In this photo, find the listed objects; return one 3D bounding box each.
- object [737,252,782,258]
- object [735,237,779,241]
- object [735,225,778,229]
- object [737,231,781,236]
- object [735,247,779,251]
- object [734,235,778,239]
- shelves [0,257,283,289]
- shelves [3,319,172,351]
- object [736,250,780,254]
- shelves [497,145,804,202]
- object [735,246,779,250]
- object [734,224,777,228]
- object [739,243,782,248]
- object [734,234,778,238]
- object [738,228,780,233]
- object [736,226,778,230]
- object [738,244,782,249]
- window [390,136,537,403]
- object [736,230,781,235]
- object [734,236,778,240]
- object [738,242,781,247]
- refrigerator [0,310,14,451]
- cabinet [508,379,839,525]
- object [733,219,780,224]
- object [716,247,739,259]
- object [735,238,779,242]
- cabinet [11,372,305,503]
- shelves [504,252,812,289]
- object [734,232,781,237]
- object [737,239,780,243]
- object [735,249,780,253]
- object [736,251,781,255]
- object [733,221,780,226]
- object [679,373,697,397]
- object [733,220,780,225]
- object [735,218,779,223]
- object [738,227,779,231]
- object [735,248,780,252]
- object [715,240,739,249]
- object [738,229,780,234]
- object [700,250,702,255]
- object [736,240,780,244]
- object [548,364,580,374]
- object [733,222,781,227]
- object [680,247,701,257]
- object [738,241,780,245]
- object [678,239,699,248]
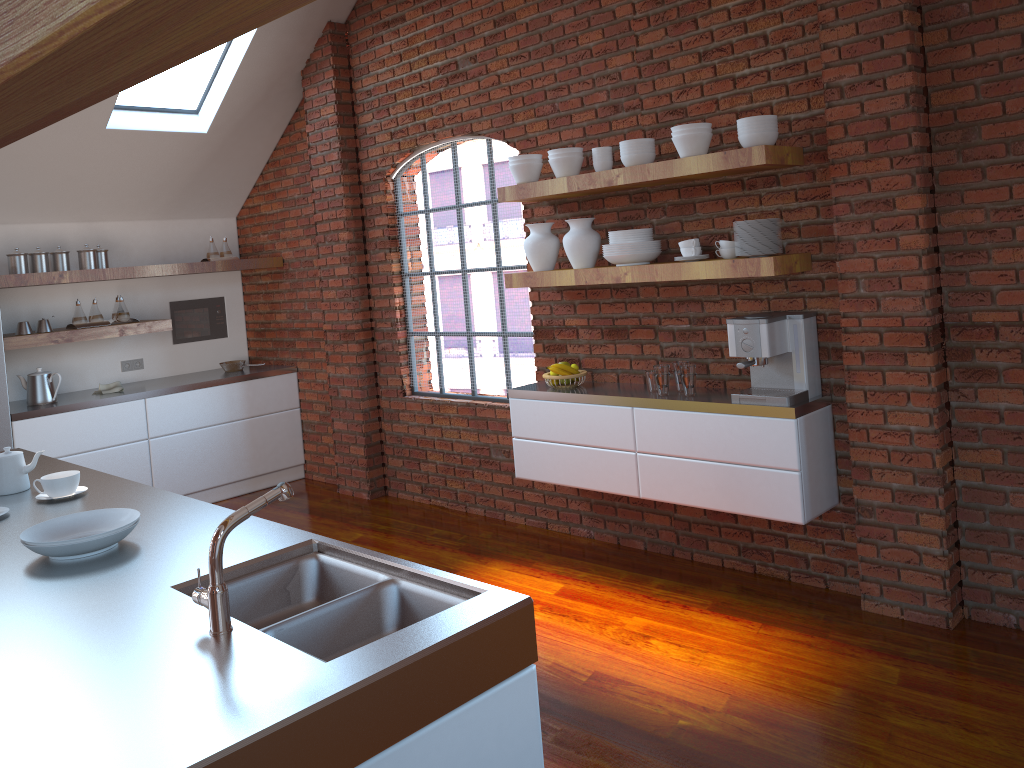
[{"bbox_3d":[1.054,-0.548,3.753,0.196,0.014,0.195,-9,9,-28],"label":"object"},{"bbox_3d":[1.049,-0.613,3.751,0.196,0.014,0.195,-9,9,-28],"label":"object"},{"bbox_3d":[1.044,-0.664,3.750,0.196,0.014,0.195,-9,9,-28],"label":"object"},{"bbox_3d":[1.047,-0.636,3.751,0.196,0.014,0.195,-9,9,-28],"label":"object"},{"bbox_3d":[1.052,-0.571,3.752,0.196,0.014,0.195,-9,9,-28],"label":"object"},{"bbox_3d":[1.048,-0.622,3.751,0.196,0.014,0.195,-9,9,-28],"label":"object"},{"bbox_3d":[-2.681,-0.794,6.277,0.654,0.076,1.996,3,11,44],"label":"shelves"},{"bbox_3d":[-2.966,-0.339,5.959,0.654,0.076,1.076,3,11,44],"label":"shelves"},{"bbox_3d":[1.053,-0.557,3.752,0.196,0.014,0.195,-9,9,-28],"label":"object"},{"bbox_3d":[0.590,-0.986,4.205,1.535,0.076,0.340,3,11,44],"label":"shelves"},{"bbox_3d":[1.052,-0.576,3.752,0.196,0.014,0.195,-9,9,-28],"label":"object"},{"bbox_3d":[1.044,-0.668,3.750,0.196,0.014,0.195,-9,9,-28],"label":"object"},{"bbox_3d":[1.051,-0.585,3.752,0.196,0.014,0.195,-9,9,-28],"label":"object"},{"bbox_3d":[1.048,-0.627,3.751,0.196,0.014,0.195,-9,9,-28],"label":"object"},{"bbox_3d":[1.046,-0.649,3.751,0.196,0.014,0.195,-9,9,-28],"label":"object"},{"bbox_3d":[1.045,-0.659,3.751,0.196,0.014,0.195,-9,9,-28],"label":"object"},{"bbox_3d":[1.051,-0.581,3.752,0.196,0.014,0.195,-9,9,-28],"label":"object"},{"bbox_3d":[3.663,-0.724,4.792,17.386,9.876,3.658,0,4,34],"label":"window"},{"bbox_3d":[1.046,-0.640,3.751,0.196,0.014,0.195,-9,9,-28],"label":"object"},{"bbox_3d":[1.048,-0.618,3.751,0.196,0.014,0.195,-9,9,-28],"label":"object"},{"bbox_3d":[1.051,-0.590,3.752,0.196,0.014,0.195,-9,9,-28],"label":"object"},{"bbox_3d":[-3.580,0.223,5.213,0.779,1.767,0.919,-2,3,45],"label":"refrigerator"},{"bbox_3d":[0.694,0.271,4.229,1.621,0.473,0.340,3,8,44],"label":"cabinet"},{"bbox_3d":[1.043,-0.686,3.750,0.196,0.014,0.195,-9,9,-28],"label":"object"},{"bbox_3d":[0.967,-0.581,3.913,0.092,0.046,0.099,-6,7,-11],"label":"object"},{"bbox_3d":[1.049,-0.608,3.752,0.196,0.014,0.195,-9,9,-28],"label":"object"},{"bbox_3d":[-2.555,0.459,6.285,0.710,0.814,2.003,-1,8,44],"label":"cabinet"},{"bbox_3d":[0.627,-0.535,4.213,1.535,0.076,0.340,3,11,44],"label":"shelves"},{"bbox_3d":[1.047,-0.631,3.751,0.196,0.014,0.195,-9,9,-28],"label":"object"},{"bbox_3d":[1.049,-0.604,3.752,0.196,0.014,0.195,-9,9,-28],"label":"object"},{"bbox_3d":[1.053,-0.562,3.752,0.196,0.014,0.195,-9,9,-28],"label":"object"},{"bbox_3d":[1.054,-0.553,3.753,0.196,0.014,0.195,-9,9,-28],"label":"object"},{"bbox_3d":[1.043,-0.677,3.750,0.196,0.014,0.195,-9,9,-28],"label":"object"},{"bbox_3d":[0.806,0.004,4.009,0.078,0.103,0.078,-7,4,-33],"label":"object"},{"bbox_3d":[1.043,-0.682,3.750,0.196,0.014,0.195,-9,9,-28],"label":"object"},{"bbox_3d":[1.042,-0.691,3.750,0.196,0.014,0.195,-9,9,-28],"label":"object"},{"bbox_3d":[1.045,-0.654,3.751,0.196,0.014,0.195,-9,9,-28],"label":"object"},{"bbox_3d":[1.053,-0.566,3.752,0.196,0.014,0.195,-9,9,-28],"label":"object"},{"bbox_3d":[0.970,-0.614,3.916,0.092,0.058,0.100,-7,7,-22],"label":"object"},{"bbox_3d":[1.046,-0.645,3.751,0.196,0.014,0.195,-9,9,-28],"label":"object"},{"bbox_3d":[0.845,-0.601,4.123,0.092,0.046,0.100,-2,8,24],"label":"object"},{"bbox_3d":[1.050,-0.600,3.752,0.196,0.014,0.195,-9,9,-28],"label":"object"},{"bbox_3d":[0.277,-0.068,4.557,0.184,0.084,0.066,-6,4,-8],"label":"object"},{"bbox_3d":[1.044,-0.673,3.750,0.196,0.014,0.195,-9,9,-28],"label":"object"},{"bbox_3d":[0.801,-0.588,3.942,0.092,0.046,0.100,1,9,39],"label":"object"},{"bbox_3d":[1.050,-0.595,3.752,0.196,0.014,0.195,-9,9,-28],"label":"object"},{"bbox_3d":[0.792,-0.620,3.944,0.091,0.058,0.101,-1,7,28],"label":"object"}]
